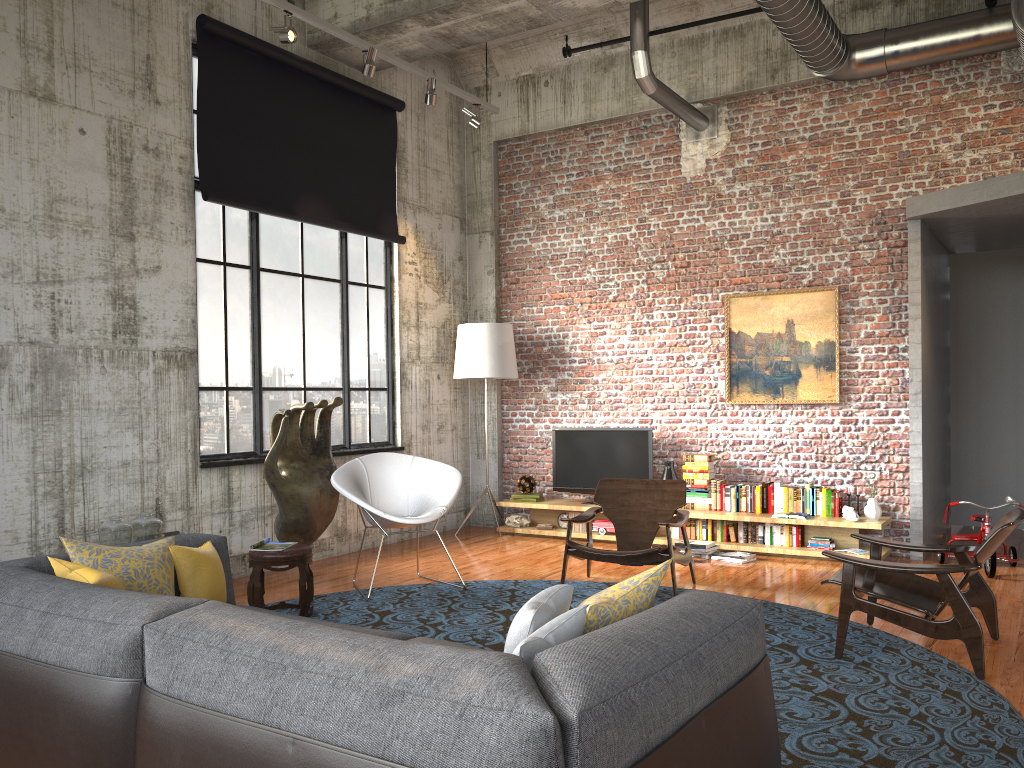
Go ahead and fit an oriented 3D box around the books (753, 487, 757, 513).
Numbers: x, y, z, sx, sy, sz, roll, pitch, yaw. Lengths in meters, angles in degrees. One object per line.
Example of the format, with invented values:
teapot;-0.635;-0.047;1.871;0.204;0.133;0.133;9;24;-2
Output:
books;2.310;1.086;8.325;0.037;0.231;0.168;0;0;32

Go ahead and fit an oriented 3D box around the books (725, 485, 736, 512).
books;2.082;1.087;8.440;0.045;0.240;0.174;0;0;32

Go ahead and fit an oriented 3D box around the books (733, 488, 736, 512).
books;2.133;1.094;8.403;0.026;0.223;0.161;0;0;32

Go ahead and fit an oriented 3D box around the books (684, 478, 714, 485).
books;1.820;0.947;8.624;0.246;0.057;0.171;-1;-1;32

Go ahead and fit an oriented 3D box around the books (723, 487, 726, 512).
books;2.053;1.096;8.459;0.026;0.223;0.161;0;0;32

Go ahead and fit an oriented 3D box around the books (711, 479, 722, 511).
books;1.967;1.065;8.513;0.044;0.291;0.176;0;1;32

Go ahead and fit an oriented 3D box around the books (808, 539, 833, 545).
books;2.746;1.398;7.872;0.192;0.024;0.131;-2;-1;37

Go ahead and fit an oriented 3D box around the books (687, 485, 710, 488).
books;1.818;0.988;8.620;0.223;0.026;0.161;-1;-1;32

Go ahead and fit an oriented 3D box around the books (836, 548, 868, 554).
books;2.952;1.445;7.704;0.169;0.023;0.230;0;-1;-38

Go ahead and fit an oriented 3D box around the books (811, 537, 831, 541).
books;2.748;1.376;7.869;0.154;0.019;0.108;-1;-1;32

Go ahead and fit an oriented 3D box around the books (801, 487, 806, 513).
books;2.686;1.070;8.109;0.034;0.253;0.183;0;0;31

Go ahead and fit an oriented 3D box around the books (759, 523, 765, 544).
books;2.318;1.382;8.190;0.043;0.186;0.129;0;1;32

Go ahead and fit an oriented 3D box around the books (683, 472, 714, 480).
books;1.821;0.889;8.624;0.259;0.060;0.180;-1;-1;32

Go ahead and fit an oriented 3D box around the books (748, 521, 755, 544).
books;2.223;1.364;8.232;0.033;0.225;0.105;0;1;32

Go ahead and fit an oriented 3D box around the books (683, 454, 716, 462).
books;1.826;0.720;8.630;0.259;0.066;0.198;-1;-1;32

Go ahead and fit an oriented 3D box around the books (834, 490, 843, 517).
books;2.937;1.075;7.970;0.037;0.231;0.168;0;0;31

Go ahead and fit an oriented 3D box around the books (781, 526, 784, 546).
books;2.483;1.383;8.090;0.028;0.174;0.127;0;0;32

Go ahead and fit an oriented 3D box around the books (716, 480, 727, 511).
books;2.012;1.067;8.505;0.040;0.284;0.198;0;1;32

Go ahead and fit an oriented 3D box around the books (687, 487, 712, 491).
books;1.820;1.014;8.624;0.223;0.027;0.161;-1;-1;32

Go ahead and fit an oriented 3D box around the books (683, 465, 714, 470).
books;1.814;0.807;8.618;0.253;0.034;0.183;-1;-1;32

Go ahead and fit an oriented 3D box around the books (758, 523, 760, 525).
books;2.290;1.384;8.212;0.026;0.176;0.119;0;1;32

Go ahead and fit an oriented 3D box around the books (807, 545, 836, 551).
books;2.748;1.448;7.869;0.214;0.026;0.149;-1;-1;32

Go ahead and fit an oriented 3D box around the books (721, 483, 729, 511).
books;2.036;1.083;8.480;0.026;0.251;0.160;0;1;32

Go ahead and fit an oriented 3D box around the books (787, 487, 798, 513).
books;2.590;1.076;8.175;0.057;0.246;0.171;0;0;31

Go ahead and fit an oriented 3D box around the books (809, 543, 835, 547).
books;2.748;1.422;7.869;0.214;0.025;0.149;-1;-1;17

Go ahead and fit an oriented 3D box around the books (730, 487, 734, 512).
books;2.116;1.095;8.425;0.027;0.223;0.161;0;0;32

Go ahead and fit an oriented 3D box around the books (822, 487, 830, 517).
books;2.847;1.066;8.025;0.034;0.253;0.183;0;0;31

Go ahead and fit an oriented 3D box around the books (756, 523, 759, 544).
books;2.290;1.384;8.211;0.028;0.182;0.120;0;1;32

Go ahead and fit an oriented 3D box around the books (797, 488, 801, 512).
books;2.659;1.077;8.139;0.045;0.240;0.174;0;0;31

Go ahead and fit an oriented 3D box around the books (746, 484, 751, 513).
books;2.244;1.078;8.350;0.032;0.251;0.160;0;1;32

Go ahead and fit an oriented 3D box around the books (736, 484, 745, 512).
books;2.166;1.078;8.400;0.034;0.254;0.183;0;0;32

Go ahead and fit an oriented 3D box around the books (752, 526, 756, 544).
books;2.256;1.398;8.218;0.036;0.156;0.108;0;1;32

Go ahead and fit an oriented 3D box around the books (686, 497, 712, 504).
books;1.828;1.124;8.627;0.290;0.053;0.176;-1;-1;32

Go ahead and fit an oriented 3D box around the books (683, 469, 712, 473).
books;1.816;0.842;8.622;0.253;0.034;0.183;-1;-1;32

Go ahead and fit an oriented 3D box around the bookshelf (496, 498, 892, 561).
bookshelf;1.612;1.399;8.682;3.845;0.359;0.548;-1;-1;32

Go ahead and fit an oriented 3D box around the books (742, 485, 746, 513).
books;2.216;1.081;8.364;0.032;0.246;0.171;0;1;32

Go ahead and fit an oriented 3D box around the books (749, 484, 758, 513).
books;2.273;1.073;8.334;0.034;0.259;0.180;0;1;32

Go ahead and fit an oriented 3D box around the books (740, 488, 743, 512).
books;2.191;1.093;8.382;0.027;0.223;0.161;0;0;32

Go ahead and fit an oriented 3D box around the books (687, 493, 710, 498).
books;1.820;1.076;8.634;0.240;0.045;0.174;-1;-1;32

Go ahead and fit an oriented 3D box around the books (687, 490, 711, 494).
books;1.820;1.040;8.623;0.250;0.026;0.160;-1;-1;32

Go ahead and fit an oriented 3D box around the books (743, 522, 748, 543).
books;2.198;1.384;8.264;0.043;0.187;0.142;0;0;32

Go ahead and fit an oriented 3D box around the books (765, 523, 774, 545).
books;2.372;1.364;8.159;0.040;0.219;0.133;0;1;32

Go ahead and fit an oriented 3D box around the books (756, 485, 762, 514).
books;2.331;1.074;8.292;0.034;0.254;0.183;0;0;32

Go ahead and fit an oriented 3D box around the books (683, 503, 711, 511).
books;1.832;1.183;8.637;0.284;0.066;0.198;-1;-1;32

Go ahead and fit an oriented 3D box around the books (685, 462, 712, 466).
books;1.826;0.772;8.623;0.231;0.037;0.168;-1;-1;32
